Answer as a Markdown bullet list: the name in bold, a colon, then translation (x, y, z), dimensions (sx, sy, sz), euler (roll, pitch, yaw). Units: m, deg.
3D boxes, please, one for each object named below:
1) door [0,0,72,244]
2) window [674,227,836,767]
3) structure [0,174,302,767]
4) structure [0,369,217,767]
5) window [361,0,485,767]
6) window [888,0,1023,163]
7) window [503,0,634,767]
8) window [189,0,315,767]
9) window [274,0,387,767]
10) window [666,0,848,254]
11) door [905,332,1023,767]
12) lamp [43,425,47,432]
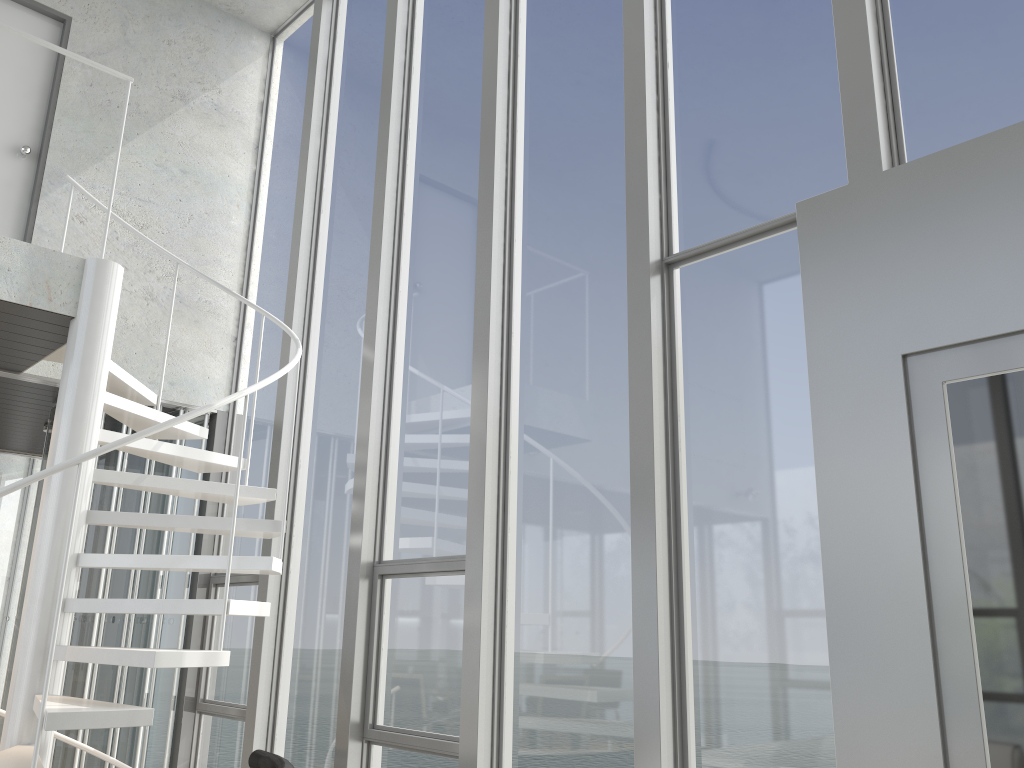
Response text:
- **door**: translation (-3.215, -1.452, 5.274), dimensions (0.800, 2.100, 0.100), euler (15, -21, -41)
- **window**: translation (0.797, 0.772, 2.901), dimensions (0.010, 2.646, 0.556), euler (15, -21, -41)
- **structure**: translation (-4.633, 1.712, 3.336), dimensions (6.700, 6.900, 4.916), euler (15, -21, -41)
- **structure**: translation (-3.785, -1.825, 1.262), dimensions (9.817, 6.605, 10.665), euler (16, -21, -42)
- **window**: translation (-0.374, -0.356, 4.518), dimensions (0.050, 5.700, 0.800), euler (15, -21, -41)
- **window**: translation (1.548, -2.155, 2.968), dimensions (0.010, 2.947, 0.742), euler (15, -21, -41)
- **window**: translation (0.265, -0.521, 3.886), dimensions (0.010, 5.653, 0.742), euler (15, -21, -41)
- **window**: translation (-1.629, -0.021, 5.803), dimensions (0.050, 5.700, 0.800), euler (15, -21, -41)
- **window**: translation (-0.991, -0.185, 5.171), dimensions (0.010, 5.653, 0.742), euler (15, -21, -41)
- **window**: translation (0.920, -1.988, 3.610), dimensions (0.010, 2.947, 0.742), euler (15, -21, -41)
- **door**: translation (1.420, 0.857, 2.056), dimensions (0.030, 2.102, 0.804), euler (15, -21, -41)
- **lamp**: translation (-3.391, 0.338, 6.575), dimensions (0.149, 0.038, 0.149), euler (9, -18, -27)
